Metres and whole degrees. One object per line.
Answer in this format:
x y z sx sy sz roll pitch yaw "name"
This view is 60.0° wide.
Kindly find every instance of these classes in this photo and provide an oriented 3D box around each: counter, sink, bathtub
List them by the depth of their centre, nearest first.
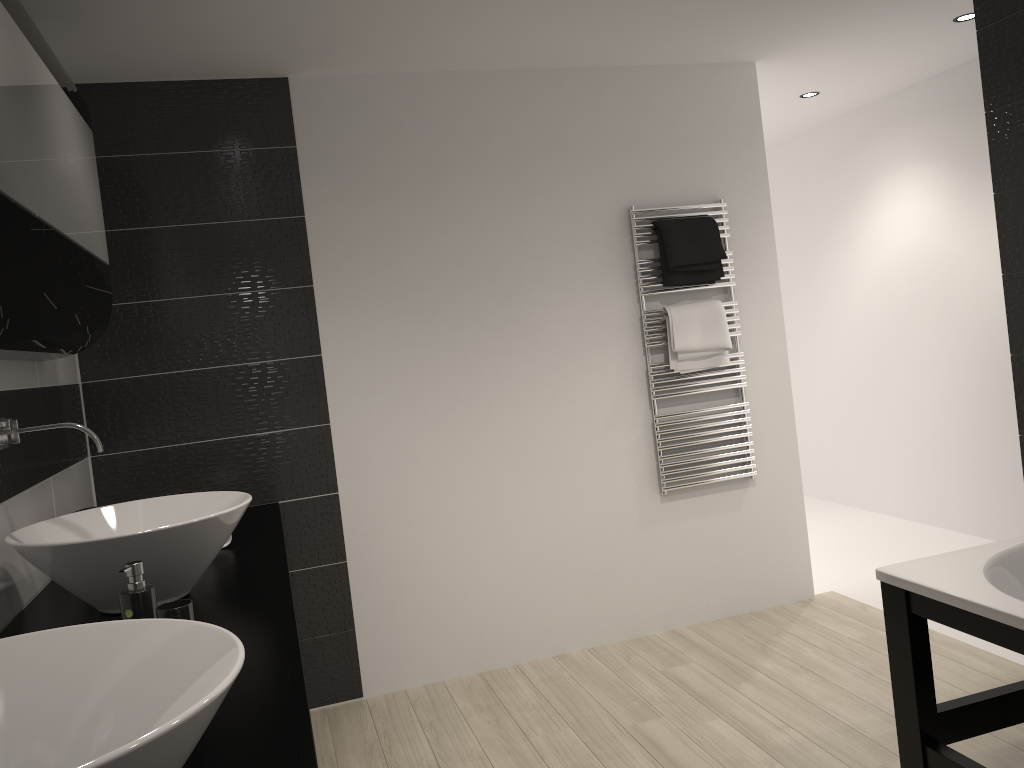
-0.565 0.450 0.955 0.559 0.212 0.561 -5 3 28 "sink"
1.764 0.775 1.420 1.009 0.676 2.179 -7 3 -16 "bathtub"
-0.703 0.587 1.571 0.656 0.084 3.845 -8 3 -16 "counter"
-0.917 0.426 2.184 0.561 0.212 0.559 -9 3 -37 "sink"

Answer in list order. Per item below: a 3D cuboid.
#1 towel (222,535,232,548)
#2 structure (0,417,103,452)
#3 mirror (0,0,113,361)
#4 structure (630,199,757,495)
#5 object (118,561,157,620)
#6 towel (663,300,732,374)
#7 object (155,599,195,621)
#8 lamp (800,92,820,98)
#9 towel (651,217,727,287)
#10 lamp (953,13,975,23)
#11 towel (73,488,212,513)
-1.108 0.469 2.739 0.407 0.133 0.390 -8 3 -31 "towel"
-1.128 0.127 2.127 0.259 0.108 0.367 -7 3 -16 "structure"
-1.045 -0.511 1.564 0.258 0.900 2.614 -7 3 -16 "mirror"
0.819 -0.176 3.994 0.473 1.291 0.039 -7 1 -16 "structure"
-0.690 0.434 1.645 0.063 0.208 0.063 -8 2 -36 "object"
0.828 -0.211 3.957 0.303 0.309 0.098 -7 1 -15 "towel"
-0.601 0.464 1.598 0.063 0.134 0.063 -6 2 19 "object"
1.648 -1.601 4.909 0.105 0.004 0.106 -5 4 35 "lamp"
0.796 -0.590 3.941 0.301 0.309 0.141 -7 2 -19 "towel"
1.960 -1.580 3.821 0.105 0.004 0.106 -7 3 -1 "lamp"
-1.153 0.404 2.740 0.407 0.131 0.388 -8 3 -29 "towel"
